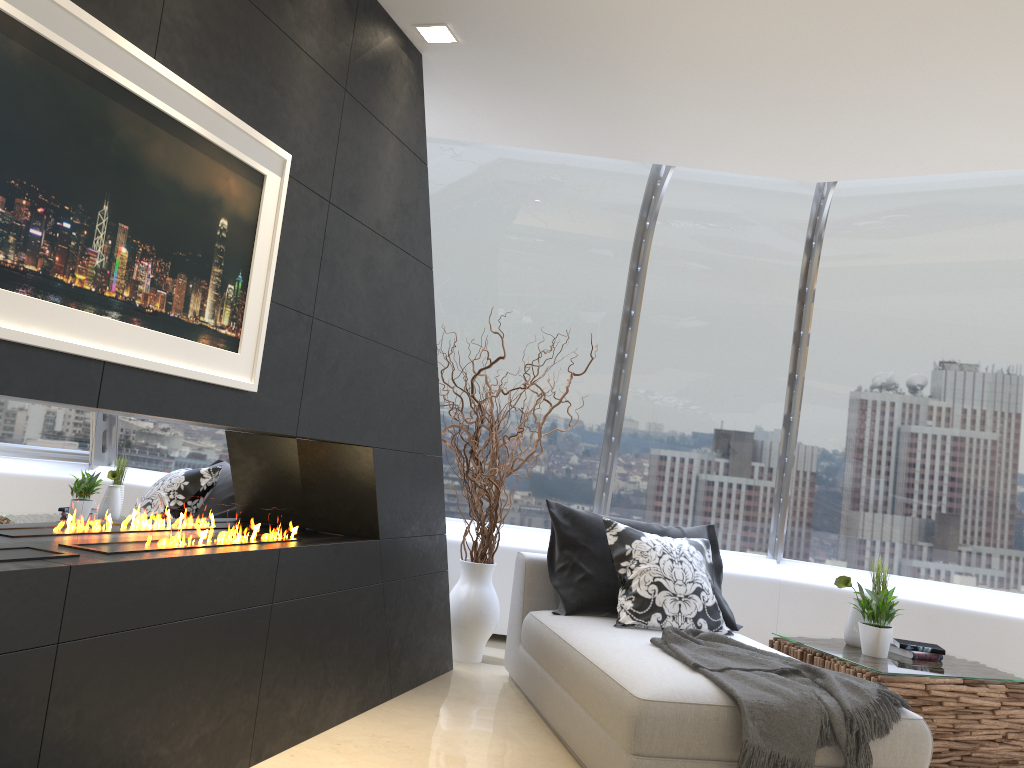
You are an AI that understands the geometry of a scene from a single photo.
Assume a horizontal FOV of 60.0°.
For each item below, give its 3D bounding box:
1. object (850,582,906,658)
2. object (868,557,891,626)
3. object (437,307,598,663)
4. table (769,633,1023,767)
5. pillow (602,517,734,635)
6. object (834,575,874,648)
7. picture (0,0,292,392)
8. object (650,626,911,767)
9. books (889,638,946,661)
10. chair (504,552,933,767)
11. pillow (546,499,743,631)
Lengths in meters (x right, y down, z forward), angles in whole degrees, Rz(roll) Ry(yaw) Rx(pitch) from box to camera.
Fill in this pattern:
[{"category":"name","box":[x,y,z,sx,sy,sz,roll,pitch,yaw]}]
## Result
[{"category":"object","box":[1.853,1.195,4.511,0.215,0.369,0.284,11,-7,-38]},{"category":"object","box":[2.008,1.175,4.870,0.153,0.511,0.150,8,-6,-13]},{"category":"object","box":[-0.380,0.579,5.317,1.370,2.059,1.508,5,-6,19]},{"category":"table","box":[1.977,1.617,4.553,1.007,0.436,0.923,8,-6,-16]},{"category":"pillow","box":[0.784,0.981,4.470,0.683,0.528,0.431,9,-6,-17]},{"category":"object","box":[1.810,1.209,4.724,0.297,0.370,0.152,10,-6,-27]},{"category":"picture","box":[-1.107,-0.505,1.965,0.025,0.804,2.068,5,-6,18]},{"category":"object","box":[1.058,1.237,3.514,0.825,0.359,1.024,8,-6,-13]},{"category":"books","box":[2.113,1.390,4.626,0.265,0.063,0.246,6,-6,5]},{"category":"chair","box":[0.764,1.290,4.104,1.176,0.690,2.068,8,-6,-11]},{"category":"pillow","box":[0.695,0.981,4.761,1.070,0.597,0.510,8,-6,-11]}]
